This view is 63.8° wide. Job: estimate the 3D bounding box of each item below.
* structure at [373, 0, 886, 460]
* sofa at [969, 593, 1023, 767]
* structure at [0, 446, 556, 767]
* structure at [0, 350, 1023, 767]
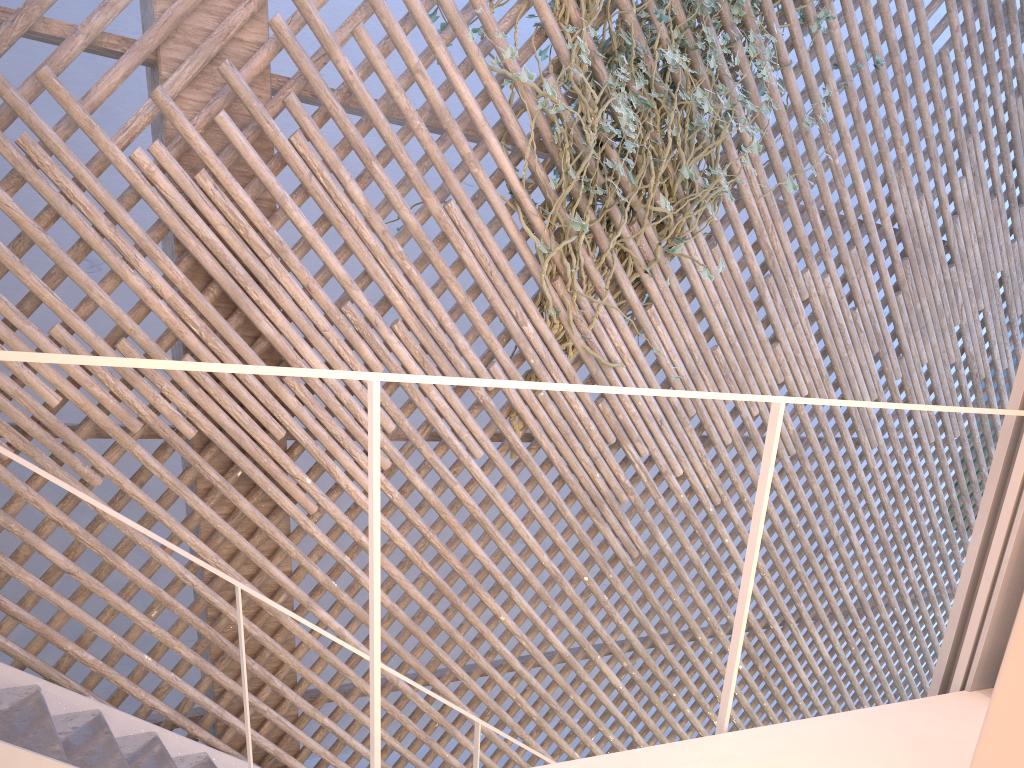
[{"bbox_3d":[0.638,-1.137,2.478,2.320,2.978,0.674,-5,20,-33],"label":"structure"},{"bbox_3d":[1.106,0.411,0.980,0.980,0.406,0.460,2,9,-27],"label":"sofa"},{"bbox_3d":[-0.402,0.978,1.899,1.935,2.147,1.084,-4,17,-32],"label":"structure"},{"bbox_3d":[0.093,0.295,1.078,1.695,0.617,0.025,2,18,-26],"label":"structure"}]
